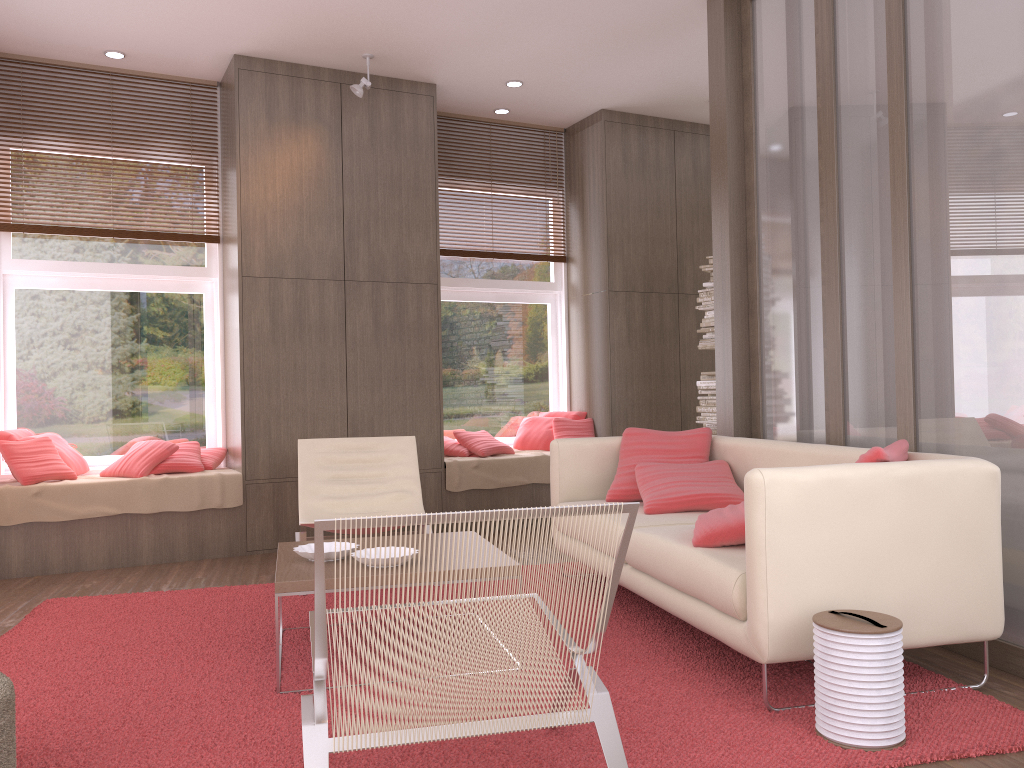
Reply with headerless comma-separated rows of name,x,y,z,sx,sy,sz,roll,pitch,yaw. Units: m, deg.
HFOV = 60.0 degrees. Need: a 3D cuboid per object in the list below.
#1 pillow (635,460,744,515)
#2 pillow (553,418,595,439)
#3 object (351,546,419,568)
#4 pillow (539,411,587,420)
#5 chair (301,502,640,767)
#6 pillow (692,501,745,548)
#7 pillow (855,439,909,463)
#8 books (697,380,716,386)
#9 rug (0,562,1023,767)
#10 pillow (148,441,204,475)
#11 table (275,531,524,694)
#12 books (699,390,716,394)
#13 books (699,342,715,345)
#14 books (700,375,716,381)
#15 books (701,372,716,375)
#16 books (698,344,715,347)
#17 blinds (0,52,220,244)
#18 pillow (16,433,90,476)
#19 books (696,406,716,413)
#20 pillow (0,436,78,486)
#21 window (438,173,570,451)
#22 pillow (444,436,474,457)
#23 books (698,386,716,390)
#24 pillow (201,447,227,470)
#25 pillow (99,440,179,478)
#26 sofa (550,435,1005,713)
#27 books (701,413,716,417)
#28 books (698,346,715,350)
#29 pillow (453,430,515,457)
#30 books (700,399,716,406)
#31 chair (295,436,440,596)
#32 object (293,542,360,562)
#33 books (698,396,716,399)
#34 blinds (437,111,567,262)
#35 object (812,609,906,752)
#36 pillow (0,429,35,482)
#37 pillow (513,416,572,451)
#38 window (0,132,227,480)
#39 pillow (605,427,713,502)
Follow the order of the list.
pillow,0.847,0.496,4.258,0.507,0.224,0.467,-1,-1,-1
pillow,0.496,0.408,7.062,0.357,0.278,0.264,-1,-1,-6
object,-0.464,0.635,3.232,0.249,0.043,0.251,-1,-1,-2
pillow,0.379,0.394,7.309,0.484,0.334,0.193,-2,-1,26
chair,-0.151,0.646,2.222,0.739,0.762,0.853,-1,-1,-14
pillow,0.911,0.482,3.292,0.467,0.224,0.507,-1,-1,14
pillow,1.179,0.391,3.120,0.379,0.377,0.498,-2,-1,36
books,1.596,-0.009,6.239,0.364,0.038,0.469,-1,-1,-29
rug,-0.388,1.041,3.474,3.344,0.016,2.938,-1,-1,-14
pillow,-2.226,0.486,5.806,0.403,0.200,0.354,-1,-1,-18
table,-0.477,0.849,3.466,0.850,0.378,0.850,-1,-1,-14
books,1.612,0.051,6.241,0.368,0.028,0.469,-1,-1,-29
books,1.581,-0.288,6.250,0.288,0.013,0.432,-1,-1,-39
books,1.625,-0.050,6.211,0.341,0.038,0.518,-1,-1,-29
books,1.617,-0.079,6.245,0.450,0.022,0.364,-2,-1,36
books,1.576,-0.274,6.257,0.279,0.015,0.444,-1,-1,-39
blinds,-2.673,-1.546,5.927,1.373,1.142,0.042,-1,-1,-27
pillow,-2.900,0.455,5.651,0.270,0.279,0.485,-1,-1,0
books,1.601,0.176,6.241,0.410,0.046,0.522,-1,-1,-14
pillow,-2.862,0.461,5.350,0.264,0.278,0.357,-2,-1,28
window,-0.188,-0.557,7.281,1.407,2.229,0.160,-1,-1,-27
pillow,-0.451,0.485,6.846,0.373,0.150,0.397,-2,-1,20
books,1.583,0.022,6.220,0.346,0.025,0.442,-1,-1,-29
pillow,-2.165,0.513,6.032,0.397,0.150,0.373,-1,-1,2
pillow,-2.386,0.482,5.687,0.389,0.234,0.356,-2,-1,24
sofa,0.893,0.640,3.814,0.919,0.751,2.204,-1,-1,-14
books,1.637,0.211,6.168,0.423,0.025,0.566,-1,-1,-14
books,1.578,-0.260,6.227,0.267,0.015,0.469,-1,-1,-39
pillow,-0.219,0.453,6.818,0.354,0.200,0.403,-2,-1,40
books,1.631,0.127,6.225,0.421,0.046,0.542,-1,-1,-14
chair,-0.815,0.694,4.885,0.739,0.767,0.860,-1,-1,-14
object,-0.706,0.642,3.376,0.251,0.043,0.249,-1,-1,-44
books,1.602,0.094,6.238,0.399,0.020,0.510,-1,-1,-14
blinds,-0.164,-1.588,7.206,1.373,1.138,0.042,-1,-1,-27
object,0.978,0.824,2.505,0.239,0.341,0.239,-2,-1,18
pillow,-3.048,0.448,5.551,0.193,0.334,0.484,-1,-1,-4
pillow,0.232,0.404,7.209,0.485,0.279,0.270,-2,-1,22
window,-2.698,-0.516,6.010,1.407,2.229,0.160,-1,-1,-27
pillow,0.765,0.418,4.587,0.498,0.377,0.379,-2,-1,21
